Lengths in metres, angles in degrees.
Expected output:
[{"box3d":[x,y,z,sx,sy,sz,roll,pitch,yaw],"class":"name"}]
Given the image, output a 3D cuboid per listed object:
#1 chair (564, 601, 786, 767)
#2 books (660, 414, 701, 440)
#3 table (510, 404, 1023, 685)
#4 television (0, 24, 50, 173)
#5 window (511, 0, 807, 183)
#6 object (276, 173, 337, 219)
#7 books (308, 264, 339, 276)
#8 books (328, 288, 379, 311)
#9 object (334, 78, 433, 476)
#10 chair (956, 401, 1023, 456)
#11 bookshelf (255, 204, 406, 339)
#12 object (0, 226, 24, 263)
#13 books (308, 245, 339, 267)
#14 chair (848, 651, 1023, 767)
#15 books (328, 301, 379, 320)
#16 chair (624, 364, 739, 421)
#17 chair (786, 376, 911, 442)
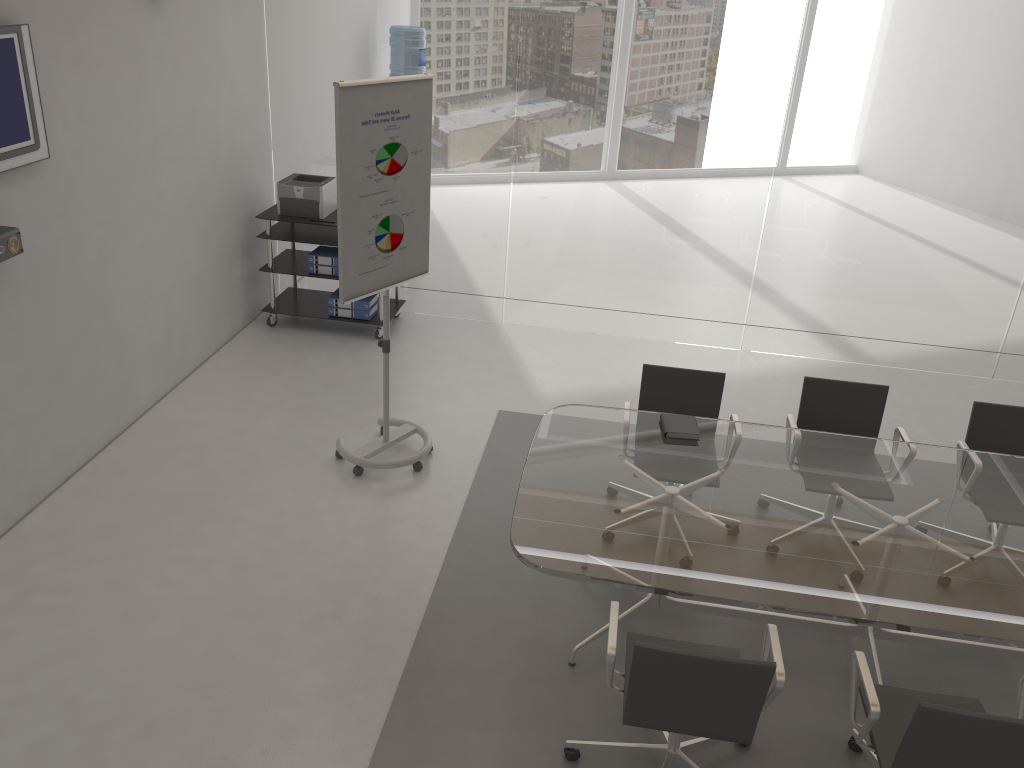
[{"box3d":[0.587,1.044,3.084,0.731,0.805,0.710,0,26,-9],"class":"chair"},{"box3d":[0.775,0.197,4.094,0.164,0.032,0.183,4,26,1],"class":"books"},{"box3d":[1.532,0.856,3.698,3.054,0.721,1.372,7,26,6],"class":"table"},{"box3d":[-2.259,-1.124,3.611,0.049,0.590,1.013,7,26,6],"class":"television"},{"box3d":[2.790,-4.988,11.717,8.533,4.498,0.100,-6,27,-21],"class":"window"},{"box3d":[-1.510,-1.392,6.557,0.351,0.235,0.350,7,26,6],"class":"object"},{"box3d":[-1.326,-0.883,6.640,0.320,0.077,0.263,7,26,6],"class":"books"},{"box3d":[-1.197,-0.643,6.719,0.320,0.077,0.263,7,26,6],"class":"books"},{"box3d":[-0.674,-0.525,4.696,0.560,2.088,0.553,1,26,-7],"class":"object"},{"box3d":[2.442,0.594,4.286,0.731,0.805,0.710,-1,26,-9],"class":"chair"},{"box3d":[-1.352,-0.874,6.761,0.985,0.855,0.567,7,26,6],"class":"bookshelf"},{"box3d":[-2.269,-0.587,3.847,0.123,0.117,0.298,7,26,6],"class":"object"},{"box3d":[-1.321,-0.950,6.610,0.320,0.077,0.263,7,26,6],"class":"books"},{"box3d":[1.377,1.171,2.929,0.731,0.805,0.710,0,26,-9],"class":"chair"},{"box3d":[-1.202,-0.577,6.749,0.320,0.077,0.263,7,26,6],"class":"books"},{"box3d":[0.826,0.405,4.452,0.731,0.805,0.710,-1,26,-9],"class":"chair"},{"box3d":[1.650,0.470,4.434,0.731,0.805,0.710,-1,26,-9],"class":"chair"}]
